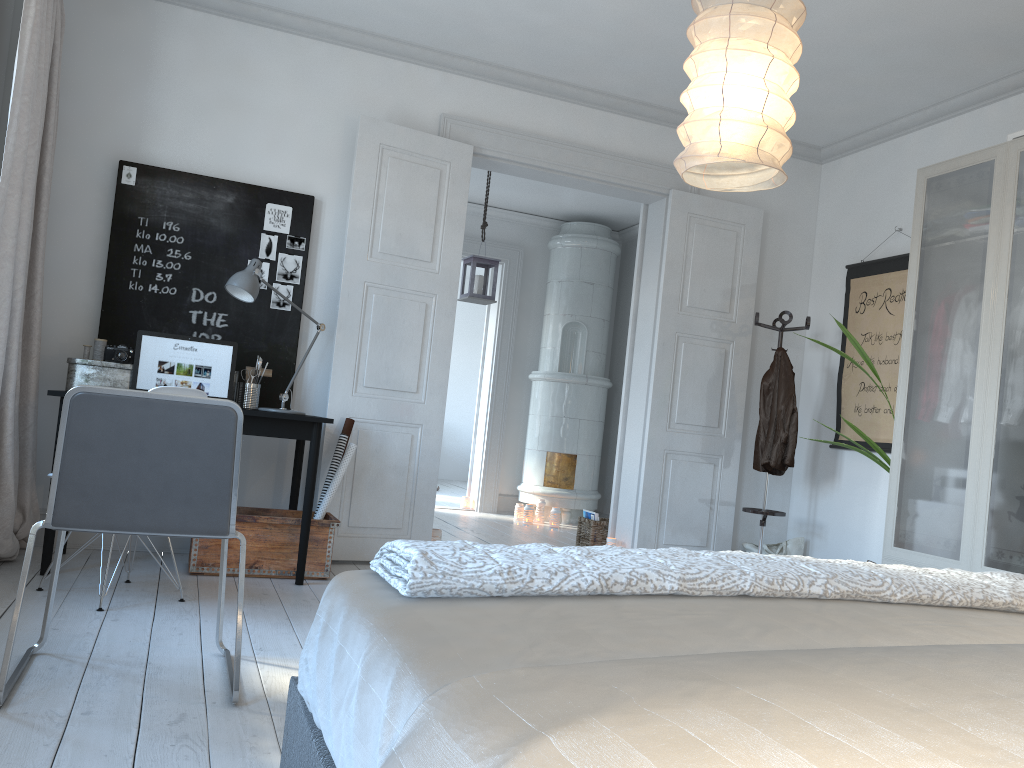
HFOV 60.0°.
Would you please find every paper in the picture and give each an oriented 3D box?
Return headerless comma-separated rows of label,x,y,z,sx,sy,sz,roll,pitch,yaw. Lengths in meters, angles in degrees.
paper,-0.928,0.537,4.467,0.048,0.746,0.298,5,-2,25
paper,-0.933,0.575,4.391,0.043,0.668,0.267,5,-2,25
paper,-0.914,0.592,4.335,0.283,0.626,0.041,8,-3,-42

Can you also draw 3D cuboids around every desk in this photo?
desk,-1.495,0.472,4.088,1.160,0.758,0.651,7,-2,-20

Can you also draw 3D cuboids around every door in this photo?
door,0.201,-0.165,5.310,2.600,2.504,0.577,7,-2,-20
door,-0.842,-0.132,8.139,2.600,2.504,0.577,7,-2,-20

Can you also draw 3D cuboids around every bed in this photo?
bed,0.747,0.400,0.896,1.889,1.046,2.176,7,-3,-20

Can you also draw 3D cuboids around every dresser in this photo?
dresser,2.272,0.115,3.462,0.631,2.161,1.432,7,-2,-20

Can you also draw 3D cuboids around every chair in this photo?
chair,-1.474,0.406,3.414,0.554,0.823,0.475,5,-3,35
chair,-1.021,0.420,2.461,0.562,0.797,0.524,7,-2,-20

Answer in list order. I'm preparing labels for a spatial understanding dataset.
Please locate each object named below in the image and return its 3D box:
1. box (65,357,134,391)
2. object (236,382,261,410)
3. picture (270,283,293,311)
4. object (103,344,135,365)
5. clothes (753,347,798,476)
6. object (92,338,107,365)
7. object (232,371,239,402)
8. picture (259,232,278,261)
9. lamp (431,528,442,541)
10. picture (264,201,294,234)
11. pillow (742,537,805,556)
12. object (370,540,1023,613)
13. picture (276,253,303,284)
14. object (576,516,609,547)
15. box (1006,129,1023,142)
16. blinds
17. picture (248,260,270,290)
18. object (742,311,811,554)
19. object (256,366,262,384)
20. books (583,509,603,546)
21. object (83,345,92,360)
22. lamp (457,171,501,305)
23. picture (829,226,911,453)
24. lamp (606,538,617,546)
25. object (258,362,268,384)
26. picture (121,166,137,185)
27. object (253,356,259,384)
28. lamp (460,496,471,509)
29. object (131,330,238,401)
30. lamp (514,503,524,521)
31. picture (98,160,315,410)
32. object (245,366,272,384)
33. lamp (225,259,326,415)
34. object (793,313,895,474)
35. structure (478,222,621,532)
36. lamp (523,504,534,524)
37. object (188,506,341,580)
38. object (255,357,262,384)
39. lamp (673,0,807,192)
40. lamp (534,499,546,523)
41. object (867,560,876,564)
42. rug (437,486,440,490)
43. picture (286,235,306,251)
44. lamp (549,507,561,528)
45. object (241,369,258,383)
box,-1.896,-0.027,4.120,0.317,0.152,0.193,7,-3,-20
object,-1.297,0.061,4.359,0.108,0.128,0.108,6,-2,-5
picture,-1.197,-0.455,4.612,0.103,0.136,0.001,7,-2,-20
object,-1.796,-0.140,4.059,0.137,0.087,0.073,7,-2,-20
clothes,1.586,0.161,5.278,0.237,0.770,0.211,6,-2,13
object,-1.908,-0.145,4.089,0.056,0.130,0.167,7,-3,-22
object,-1.403,0.027,4.396,0.079,0.188,0.079,8,-3,-41
picture,-1.260,-0.709,4.588,0.083,0.145,0.002,7,-2,-20
lamp,-0.453,0.918,5.089,0.089,0.166,0.089,7,-2,-28
picture,-1.212,-0.864,4.604,0.148,0.154,0.004,7,-2,-20
pillow,1.643,1.098,5.566,0.317,0.314,0.273,7,-2,-19
object,0.467,0.373,1.692,1.461,0.104,0.405,7,-3,-20
picture,-1.161,-0.605,4.624,0.121,0.152,0.002,7,-2,-20
object,0.593,1.030,5.877,0.270,0.264,0.224,7,-2,-20
box,2.264,-1.010,3.777,0.223,0.107,0.180,7,-3,-20
blinds,-2.059,-0.554,3.806,0.225,2.645,0.831,7,-2,-20
picture,-1.311,-0.563,4.569,0.107,0.150,0.001,7,-2,-20
object,1.553,0.402,5.342,0.375,1.657,0.374,6,-2,-13
object,-1.267,0.016,4.376,0.009,0.221,0.083,6,-2,9
books,0.584,0.996,5.874,0.201,0.300,0.179,7,-2,-20
object,-1.982,-0.146,4.132,0.040,0.069,0.040,7,-2,-32
lamp,-0.169,-1.485,6.598,0.228,1.761,0.228,7,-2,-23
picture,2.168,-0.260,5.104,0.057,1.312,0.793,7,-2,-20
lamp,0.609,1.046,5.494,0.093,0.179,0.093,8,-3,-37
object,-1.253,0.008,4.375,0.084,0.240,0.009,8,-3,-43
picture,-1.881,-1.025,4.357,0.061,0.088,0.004,7,-2,-23
object,-1.274,-0.010,4.383,0.008,0.267,0.060,6,-2,-3
lamp,-0.435,1.111,8.312,0.093,0.110,0.093,6,-2,-3
object,-1.476,-0.069,4.000,0.446,0.315,0.325,7,-3,-20
lamp,0.063,1.130,7.826,0.084,0.146,0.084,7,-2,-16
picture,-1.551,-0.464,4.514,0.953,1.171,0.064,7,-2,-20
object,-1.268,0.024,4.427,0.138,0.208,0.034,8,-3,-40
lamp,-1.162,-0.220,4.336,0.230,0.715,0.617,4,-3,41
object,1.881,0.444,4.445,1.043,1.553,0.289,6,-2,10
structure,0.456,-0.081,8.040,0.800,2.826,1.249,5,-2,25
lamp,0.143,1.117,7.609,0.089,0.166,0.089,7,-2,-19
object,-1.187,0.749,4.203,0.665,0.282,0.339,7,-3,-20
object,-1.271,-0.006,4.384,0.012,0.264,0.062,5,-2,22
lamp,0.702,-1.207,2.612,0.338,1.230,0.341,6,-2,11
lamp,0.247,1.115,7.788,0.098,0.210,0.098,7,-2,-16
object,1.701,1.023,4.235,0.132,0.351,0.138,6,-2,2
rug,-1.854,1.113,10.562,1.711,0.055,1.456,7,-3,-20
picture,-1.129,-0.740,4.636,0.095,0.071,0.001,7,-2,-20
lamp,0.369,1.139,7.571,0.089,0.166,0.089,7,-2,-21
object,-1.307,0.020,4.367,0.081,0.198,0.050,6,-2,5
